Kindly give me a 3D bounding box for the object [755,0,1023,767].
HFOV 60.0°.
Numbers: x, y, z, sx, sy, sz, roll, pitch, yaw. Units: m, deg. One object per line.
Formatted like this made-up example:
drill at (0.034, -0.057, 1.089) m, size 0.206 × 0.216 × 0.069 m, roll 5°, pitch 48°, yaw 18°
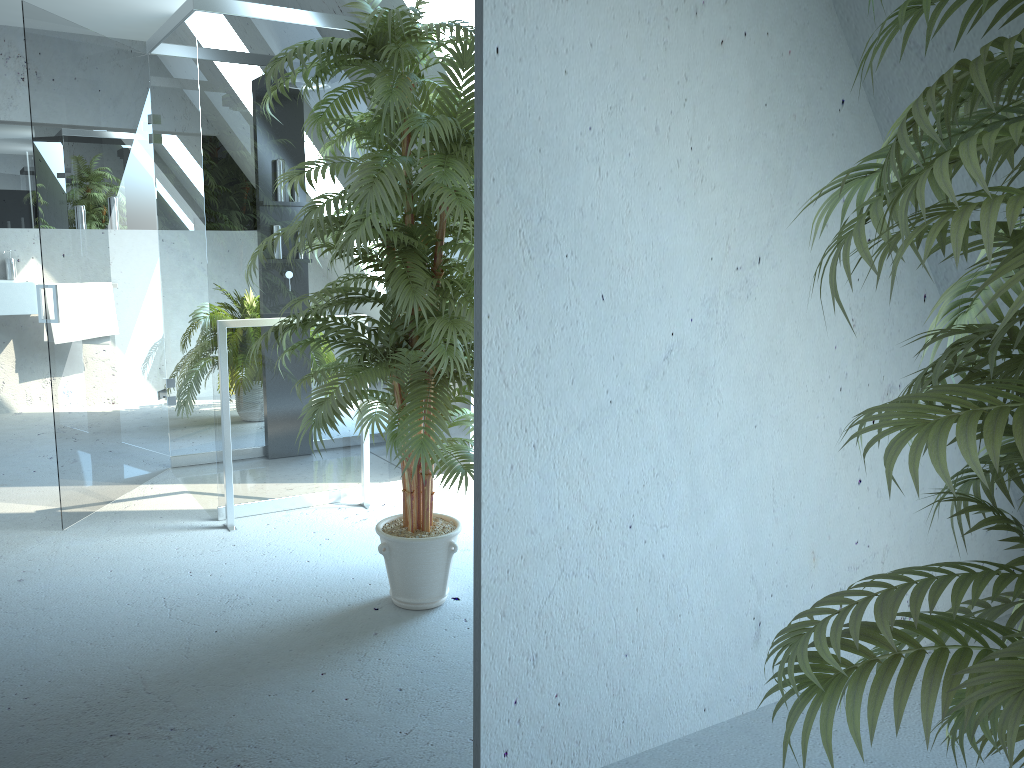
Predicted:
object at (0.816, 0.021, 1.030) m, size 0.980 × 2.034 × 1.020 m, roll 3°, pitch 10°, yaw 17°
